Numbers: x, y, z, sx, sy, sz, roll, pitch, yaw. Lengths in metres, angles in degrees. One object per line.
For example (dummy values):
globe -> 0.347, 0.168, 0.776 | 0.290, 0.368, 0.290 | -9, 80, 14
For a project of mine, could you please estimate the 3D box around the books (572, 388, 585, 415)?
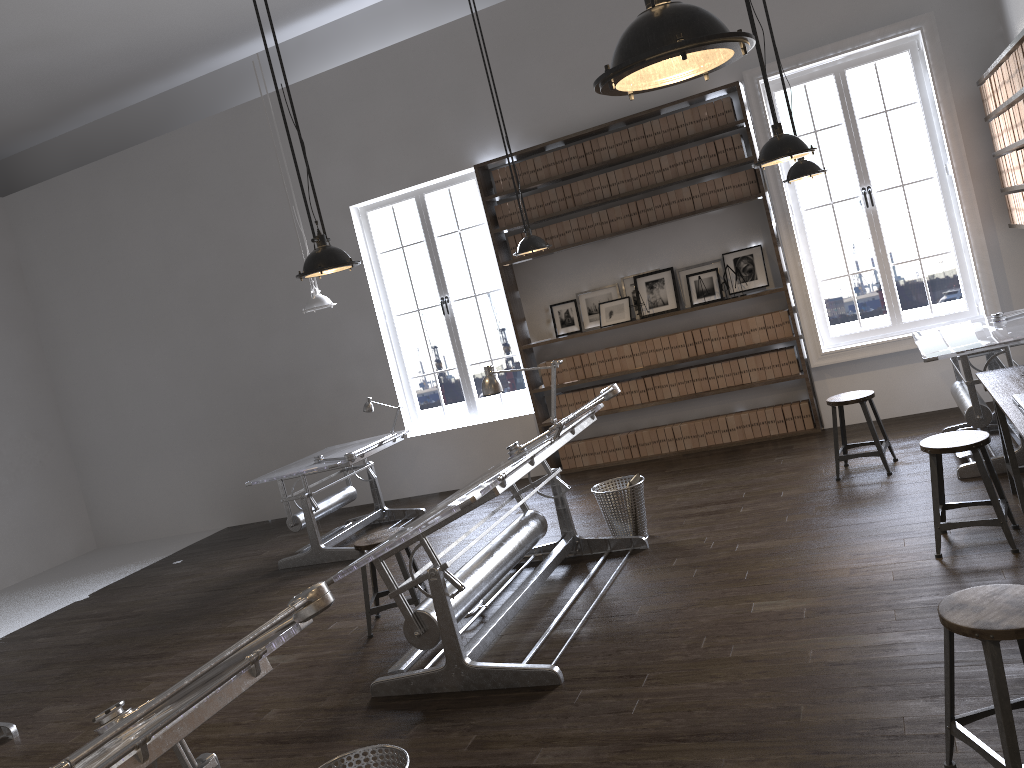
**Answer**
books -> 0.649, 0.164, 8.321 | 0.066, 0.225, 0.175 | -13, 3, 23

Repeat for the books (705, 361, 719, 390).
books -> 1.781, -0.073, 7.837 | 0.066, 0.225, 0.176 | -13, 3, 23

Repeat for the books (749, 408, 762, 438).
books -> 2.140, 0.342, 7.759 | 0.066, 0.225, 0.176 | -13, 3, 23

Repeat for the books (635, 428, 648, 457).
books -> 1.212, 0.536, 8.150 | 0.066, 0.225, 0.176 | -13, 3, 23

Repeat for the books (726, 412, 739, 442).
books -> 1.961, 0.379, 7.831 | 0.066, 0.225, 0.176 | -13, 3, 23

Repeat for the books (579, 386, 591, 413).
books -> 0.711, 0.151, 8.293 | 0.066, 0.225, 0.176 | -13, 3, 23

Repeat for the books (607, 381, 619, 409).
books -> 0.955, 0.100, 8.185 | 0.066, 0.225, 0.176 | -13, 3, 23

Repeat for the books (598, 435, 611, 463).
books -> 0.885, 0.605, 8.286 | 0.066, 0.225, 0.176 | -13, 3, 23

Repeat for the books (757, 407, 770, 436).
books -> 2.204, 0.328, 7.732 | 0.066, 0.225, 0.175 | -13, 3, 23

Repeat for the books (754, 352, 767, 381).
books -> 2.160, -0.153, 7.683 | 0.066, 0.225, 0.176 | -13, 3, 23

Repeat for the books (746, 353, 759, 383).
books -> 2.102, -0.141, 7.705 | 0.066, 0.225, 0.176 | -13, 3, 23

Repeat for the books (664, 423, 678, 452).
books -> 1.457, 0.485, 8.043 | 0.066, 0.225, 0.175 | -13, 3, 23

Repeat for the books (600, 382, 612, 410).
books -> 0.896, 0.112, 8.214 | 0.066, 0.225, 0.176 | -13, 3, 23

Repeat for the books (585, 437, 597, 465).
books -> 0.764, 0.630, 8.336 | 0.066, 0.225, 0.176 | -13, 3, 23

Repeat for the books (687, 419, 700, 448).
books -> 1.647, 0.445, 7.965 | 0.066, 0.225, 0.176 | -13, 3, 23

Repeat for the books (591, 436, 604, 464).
books -> 0.822, 0.619, 8.307 | 0.066, 0.225, 0.176 | -13, 3, 23

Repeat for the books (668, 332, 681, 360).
books -> 1.473, -0.337, 7.922 | 0.066, 0.225, 0.176 | -13, 3, 23

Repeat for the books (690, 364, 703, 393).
books -> 1.661, -0.049, 7.892 | 0.066, 0.225, 0.176 | -13, 3, 23

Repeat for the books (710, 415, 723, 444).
books -> 1.833, 0.406, 7.887 | 0.066, 0.225, 0.176 | -13, 3, 23

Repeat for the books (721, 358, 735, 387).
books -> 1.912, -0.102, 7.789 | 0.066, 0.225, 0.175 | -13, 3, 23

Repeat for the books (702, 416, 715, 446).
books -> 1.771, 0.419, 7.915 | 0.066, 0.225, 0.175 | -13, 3, 23

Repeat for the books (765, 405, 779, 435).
books -> 2.266, 0.316, 7.701 | 0.066, 0.225, 0.175 | -13, 3, 23

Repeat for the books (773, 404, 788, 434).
books -> 2.332, 0.301, 7.679 | 0.066, 0.225, 0.176 | -13, 3, 23

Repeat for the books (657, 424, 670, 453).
books -> 1.391, 0.499, 8.067 | 0.066, 0.225, 0.176 | -13, 3, 23

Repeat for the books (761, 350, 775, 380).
books -> 2.218, -0.165, 7.653 | 0.066, 0.225, 0.176 | -13, 3, 23

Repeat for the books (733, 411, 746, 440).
books -> 2.018, 0.367, 7.809 | 0.066, 0.225, 0.176 | -13, 3, 23

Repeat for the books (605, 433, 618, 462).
books -> 0.949, 0.591, 8.260 | 0.066, 0.225, 0.175 | -13, 3, 23

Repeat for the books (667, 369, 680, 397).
books -> 1.467, -0.008, 7.972 | 0.066, 0.225, 0.175 | -13, 3, 23

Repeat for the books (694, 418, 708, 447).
books -> 1.705, 0.433, 7.935 | 0.066, 0.225, 0.176 | -13, 3, 23

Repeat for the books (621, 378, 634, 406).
books -> 1.081, 0.073, 8.138 | 0.066, 0.225, 0.175 | -13, 3, 23

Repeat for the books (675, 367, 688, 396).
books -> 1.532, -0.022, 7.949 | 0.066, 0.225, 0.175 | -13, 3, 23

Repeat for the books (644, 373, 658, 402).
books -> 1.275, 0.033, 8.051 | 0.066, 0.225, 0.176 | -13, 3, 23

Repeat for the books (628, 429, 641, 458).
books -> 1.143, 0.551, 8.173 | 0.066, 0.225, 0.176 | -13, 3, 23

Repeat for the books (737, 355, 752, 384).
books -> 2.036, -0.127, 7.731 | 0.066, 0.225, 0.176 | -13, 3, 23

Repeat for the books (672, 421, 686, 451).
books -> 1.524, 0.471, 8.013 | 0.066, 0.225, 0.176 | -13, 3, 23

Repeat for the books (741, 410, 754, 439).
books -> 2.077, 0.355, 7.779 | 0.066, 0.225, 0.176 | -13, 3, 23

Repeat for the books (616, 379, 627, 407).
books -> 1.017, 0.086, 8.165 | 0.066, 0.225, 0.176 | -13, 3, 23

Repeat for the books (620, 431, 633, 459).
books -> 1.077, 0.565, 8.206 | 0.066, 0.225, 0.176 | -13, 3, 23

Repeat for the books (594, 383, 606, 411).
books -> 0.839, 0.124, 8.237 | 0.066, 0.225, 0.176 | -13, 3, 23

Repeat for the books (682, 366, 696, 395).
books -> 1.594, -0.035, 7.921 | 0.066, 0.225, 0.176 | -13, 3, 23

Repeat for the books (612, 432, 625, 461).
books -> 1.012, 0.579, 8.229 | 0.066, 0.225, 0.175 | -13, 3, 23

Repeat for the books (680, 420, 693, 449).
books -> 1.590, 0.457, 7.987 | 0.066, 0.225, 0.176 | -13, 3, 23

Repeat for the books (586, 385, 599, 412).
books -> 0.773, 0.138, 8.262 | 0.066, 0.225, 0.176 | -13, 3, 23

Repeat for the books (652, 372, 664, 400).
books -> 1.344, 0.018, 8.028 | 0.066, 0.225, 0.176 | -13, 3, 23

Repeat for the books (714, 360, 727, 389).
books -> 1.848, -0.088, 7.812 | 0.066, 0.225, 0.175 | -13, 3, 23

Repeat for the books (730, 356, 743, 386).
books -> 1.974, -0.115, 7.761 | 0.066, 0.225, 0.176 | -13, 3, 23

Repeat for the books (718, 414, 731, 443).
books -> 1.895, 0.393, 7.857 | 0.066, 0.225, 0.176 | -13, 3, 23

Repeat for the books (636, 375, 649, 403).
books -> 1.210, 0.046, 8.084 | 0.066, 0.225, 0.176 | -13, 3, 23

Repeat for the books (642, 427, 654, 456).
books -> 1.270, 0.524, 8.123 | 0.066, 0.225, 0.176 | -13, 3, 23

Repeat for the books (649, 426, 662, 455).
books -> 1.325, 0.513, 8.095 | 0.066, 0.225, 0.176 | -13, 3, 23

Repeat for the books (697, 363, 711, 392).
books -> 1.716, -0.060, 7.864 | 0.066, 0.225, 0.176 | -13, 3, 23
